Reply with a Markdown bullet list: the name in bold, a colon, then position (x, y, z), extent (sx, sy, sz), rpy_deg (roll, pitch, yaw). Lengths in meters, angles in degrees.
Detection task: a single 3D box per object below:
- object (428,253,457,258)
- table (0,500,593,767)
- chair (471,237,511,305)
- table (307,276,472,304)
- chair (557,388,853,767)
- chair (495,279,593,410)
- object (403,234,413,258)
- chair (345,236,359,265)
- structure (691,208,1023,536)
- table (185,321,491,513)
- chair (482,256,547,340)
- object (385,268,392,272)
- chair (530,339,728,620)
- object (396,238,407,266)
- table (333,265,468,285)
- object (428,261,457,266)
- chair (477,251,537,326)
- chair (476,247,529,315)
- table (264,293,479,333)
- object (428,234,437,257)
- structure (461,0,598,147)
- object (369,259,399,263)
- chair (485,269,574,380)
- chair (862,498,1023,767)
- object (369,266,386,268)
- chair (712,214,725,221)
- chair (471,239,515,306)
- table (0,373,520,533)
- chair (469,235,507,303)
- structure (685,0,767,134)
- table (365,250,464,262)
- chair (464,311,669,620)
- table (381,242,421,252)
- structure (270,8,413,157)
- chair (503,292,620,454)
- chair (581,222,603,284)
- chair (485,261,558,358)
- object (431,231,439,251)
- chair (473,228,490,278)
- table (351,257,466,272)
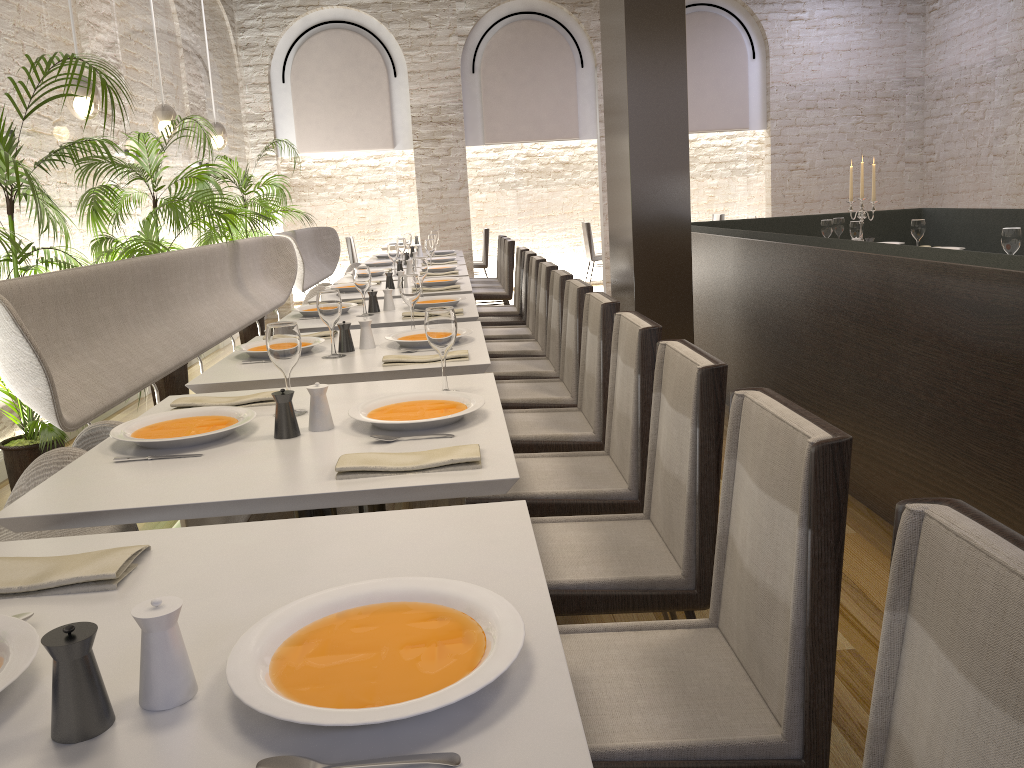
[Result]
- **object**: position (-0.669, -1.230, 8.489), extent (0.273, 0.033, 0.143), rpy_deg (-4, 12, -3)
- **table**: position (-0.386, 0.701, 1.024), extent (0.936, 0.755, 1.018), rpy_deg (-4, 11, -3)
- **chair**: position (-0.270, -0.931, 8.478), extent (0.566, 0.900, 0.415), rpy_deg (-4, 10, -3)
- **table**: position (-0.703, -0.229, 5.583), extent (0.936, 0.755, 1.018), rpy_deg (-4, 11, -3)
- **chair**: position (0.218, 0.501, 1.457), extent (0.566, 0.900, 0.415), rpy_deg (-4, 10, -3)
- **chair**: position (0.062, 0.042, 3.709), extent (0.566, 0.900, 0.415), rpy_deg (-4, 10, -3)
- **object**: position (-1.008, -1.344, 8.616), extent (0.086, 0.229, 0.086), rpy_deg (1, 11, 26)
- **chair**: position (-1.858, -1.498, 11.662), extent (0.566, 0.900, 0.415), rpy_deg (-4, 10, -3)
- **structure**: position (2.633, 0.211, 1.918), extent (2.372, 0.994, 10.825), rpy_deg (-4, 12, -3)
- **table**: position (-0.544, 0.240, 3.285), extent (0.936, 0.755, 1.018), rpy_deg (-4, 11, -3)
- **chair**: position (-0.057, -0.305, 5.408), extent (0.566, 0.900, 0.415), rpy_deg (-4, 10, -3)
- **object**: position (-1.079, -0.883, 6.942), extent (0.273, 0.033, 0.143), rpy_deg (-4, 12, -3)
- **chair**: position (0.180, 0.387, 2.015), extent (0.566, 0.900, 0.415), rpy_deg (-4, 10, -3)
- **object**: position (-0.931, -1.117, 7.505), extent (0.086, 0.229, 0.086), rpy_deg (1, 11, 26)
- **table**: position (-0.780, -0.453, 6.684), extent (0.936, 0.755, 1.018), rpy_deg (-4, 11, -3)
- **object**: position (-0.591, -1.001, 7.366), extent (0.273, 0.033, 0.143), rpy_deg (-4, 12, -3)
- **chair**: position (-0.097, -0.423, 5.988), extent (0.566, 0.900, 0.415), rpy_deg (-4, 10, -3)
- **chair**: position (-0.135, -0.535, 6.537), extent (0.566, 0.900, 0.415), rpy_deg (-4, 10, -3)
- **table**: position (-0.623, 0.006, 4.429), extent (0.936, 0.755, 1.018), rpy_deg (-4, 11, -3)
- **object**: position (-0.708, -1.227, 7.967), extent (0.086, 0.229, 0.086), rpy_deg (1, 11, 26)
- **structure**: position (0.196, -3.774, 10.717), extent (1.633, 1.663, 0.098), rpy_deg (-4, 10, -3)
- **object**: position (-1.155, -1.105, 8.028), extent (0.273, 0.033, 0.143), rpy_deg (-4, 12, -3)
- **chair**: position (0.023, -0.072, 4.265), extent (0.566, 0.900, 0.415), rpy_deg (-4, 10, -3)
- **chair**: position (0.259, 0.620, 0.872), extent (0.566, 0.900, 0.415), rpy_deg (-4, 10, -3)
- **object**: position (-1.141, -0.995, 7.510), extent (0.185, 0.010, 0.017), rpy_deg (-4, 11, -3)
- **chair**: position (2.552, -1.816, 11.919), extent (0.566, 0.900, 0.415), rpy_deg (-4, 10, -3)
- **chair**: position (-0.232, -0.818, 7.925), extent (0.566, 0.900, 0.415), rpy_deg (-4, 10, -3)
- **table**: position (-0.464, 0.473, 2.139), extent (0.936, 0.755, 1.018), rpy_deg (-4, 11, -3)
- **chair**: position (-0.310, -1.047, 9.046), extent (0.566, 0.900, 0.415), rpy_deg (-4, 10, -3)
- **structure**: position (2.307, -3.927, 10.840), extent (1.633, 1.663, 0.098), rpy_deg (-4, 10, -3)
- **table**: position (-0.934, -0.904, 8.894), extent (0.936, 0.755, 1.018), rpy_deg (-4, 11, -3)
- **chair**: position (0.141, 0.274, 2.572), extent (0.566, 0.900, 0.415), rpy_deg (-4, 10, -3)
- **table**: position (-1.198, -1.476, 11.717), extent (0.936, 0.755, 1.018), rpy_deg (-4, 11, -3)
- **structure**: position (-2.055, -3.612, 10.586), extent (1.633, 1.663, 0.098), rpy_deg (-4, 10, -3)
- **chair**: position (0.100, 0.154, 3.157), extent (0.566, 0.900, 0.415), rpy_deg (-4, 10, -3)
- **chair**: position (1.245, -1.722, 11.843), extent (0.566, 0.900, 0.415), rpy_deg (-4, 10, -3)
- **chair**: position (-0.018, -0.190, 4.847), extent (0.566, 0.900, 0.415), rpy_deg (-4, 10, -3)
- **object**: position (-0.786, -1.453, 9.077), extent (0.086, 0.229, 0.086), rpy_deg (1, 11, 26)
- **chair**: position (-0.551, -1.592, 11.738), extent (0.566, 0.900, 0.415), rpy_deg (-4, 10, -3)
- **table**: position (-0.856, -0.675, 7.771), extent (0.936, 0.755, 1.018), rpy_deg (-4, 11, -3)
